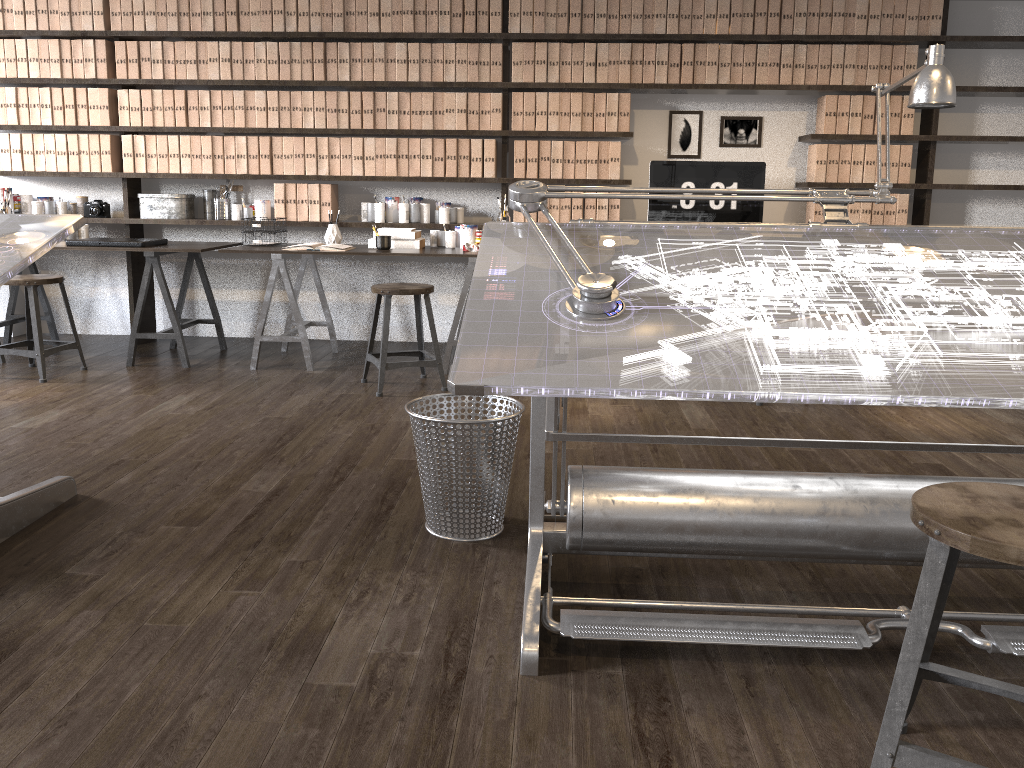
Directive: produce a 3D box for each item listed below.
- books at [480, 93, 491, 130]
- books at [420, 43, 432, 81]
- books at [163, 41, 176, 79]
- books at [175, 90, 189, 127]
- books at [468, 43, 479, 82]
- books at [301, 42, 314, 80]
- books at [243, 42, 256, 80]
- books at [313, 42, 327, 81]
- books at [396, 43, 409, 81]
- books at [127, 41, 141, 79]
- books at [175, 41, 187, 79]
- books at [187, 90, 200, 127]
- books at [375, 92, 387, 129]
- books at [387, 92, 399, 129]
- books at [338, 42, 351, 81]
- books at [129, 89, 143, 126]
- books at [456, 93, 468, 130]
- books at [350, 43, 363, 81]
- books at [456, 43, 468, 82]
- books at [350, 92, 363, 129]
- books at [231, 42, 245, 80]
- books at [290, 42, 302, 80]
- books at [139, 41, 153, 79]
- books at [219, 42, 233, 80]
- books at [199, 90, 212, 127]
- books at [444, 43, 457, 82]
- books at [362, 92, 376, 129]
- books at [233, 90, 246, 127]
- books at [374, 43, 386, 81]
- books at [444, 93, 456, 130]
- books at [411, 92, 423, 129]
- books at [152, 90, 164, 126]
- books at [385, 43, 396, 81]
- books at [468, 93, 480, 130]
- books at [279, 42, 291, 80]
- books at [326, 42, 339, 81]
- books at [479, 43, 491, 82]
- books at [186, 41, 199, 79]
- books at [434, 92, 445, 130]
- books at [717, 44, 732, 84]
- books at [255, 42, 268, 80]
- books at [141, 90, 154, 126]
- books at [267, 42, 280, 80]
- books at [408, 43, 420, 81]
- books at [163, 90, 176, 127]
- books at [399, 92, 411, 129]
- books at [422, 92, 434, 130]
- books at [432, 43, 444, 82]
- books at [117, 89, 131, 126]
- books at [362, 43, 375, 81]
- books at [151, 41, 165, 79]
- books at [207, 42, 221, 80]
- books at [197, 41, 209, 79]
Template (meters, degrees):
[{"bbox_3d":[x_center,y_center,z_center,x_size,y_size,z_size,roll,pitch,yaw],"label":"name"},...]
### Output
[{"bbox_3d":[-0.152,-1.608,5.271,0.067,0.224,0.176,1,11,3],"label":"books"},{"bbox_3d":[-0.497,-1.887,5.240,0.067,0.224,0.176,1,11,3],"label":"books"},{"bbox_3d":[-2.020,-1.926,5.316,0.067,0.224,0.176,1,11,3],"label":"books"},{"bbox_3d":[-1.966,-1.652,5.354,0.067,0.224,0.176,1,11,3],"label":"books"},{"bbox_3d":[-0.219,-1.879,5.221,0.067,0.224,0.176,1,11,3],"label":"books"},{"bbox_3d":[-1.197,-1.905,5.276,0.067,0.223,0.176,1,11,3],"label":"books"},{"bbox_3d":[-1.540,-1.914,5.293,0.067,0.224,0.176,1,11,3],"label":"books"},{"bbox_3d":[-1.124,-1.902,5.267,0.067,0.224,0.176,1,11,3],"label":"books"},{"bbox_3d":[-0.639,-1.890,5.245,0.067,0.223,0.176,1,11,3],"label":"books"},{"bbox_3d":[-2.237,-1.930,5.321,0.067,0.224,0.176,1,11,3],"label":"books"},{"bbox_3d":[-1.949,-1.924,5.312,0.067,0.224,0.176,1,11,3],"label":"books"},{"bbox_3d":[-1.891,-1.652,5.355,0.067,0.224,0.176,1,11,3],"label":"books"},{"bbox_3d":[-0.768,-1.623,5.301,0.067,0.224,0.176,1,11,3],"label":"books"},{"bbox_3d":[-0.697,-1.620,5.292,0.067,0.224,0.176,1,11,3],"label":"books"},{"bbox_3d":[-0.978,-1.898,5.261,0.067,0.224,0.176,1,11,3],"label":"books"},{"bbox_3d":[-2.241,-1.659,5.366,0.067,0.224,0.176,1,11,3],"label":"books"},{"bbox_3d":[-0.292,-1.610,5.272,0.067,0.224,0.176,1,11,3],"label":"books"},{"bbox_3d":[-0.907,-1.898,5.261,0.067,0.224,0.176,1,11,3],"label":"books"},{"bbox_3d":[-0.285,-1.880,5.225,0.067,0.224,0.176,1,11,3],"label":"books"},{"bbox_3d":[-0.917,-1.627,5.308,0.067,0.223,0.176,1,11,3],"label":"books"},{"bbox_3d":[-1.610,-1.915,5.295,0.067,0.224,0.176,1,11,3],"label":"books"},{"bbox_3d":[-1.263,-1.906,5.277,0.067,0.223,0.176,1,11,3],"label":"books"},{"bbox_3d":[-2.162,-1.929,5.323,0.067,0.224,0.176,1,11,3],"label":"books"},{"bbox_3d":[-1.680,-1.916,5.294,0.067,0.224,0.176,1,11,3],"label":"books"},{"bbox_3d":[-1.821,-1.649,5.347,0.067,0.224,0.176,1,11,3],"label":"books"},{"bbox_3d":[-0.358,-1.883,5.232,0.067,0.224,0.176,1,11,3],"label":"books"},{"bbox_3d":[-0.843,-1.624,5.299,0.067,0.224,0.176,1,11,3],"label":"books"},{"bbox_3d":[-1.612,-1.643,5.335,0.067,0.224,0.176,1,11,3],"label":"books"},{"bbox_3d":[-0.769,-1.893,5.249,0.067,0.224,0.176,1,11,3],"label":"books"},{"bbox_3d":[-0.358,-1.612,5.277,0.067,0.223,0.176,1,11,3],"label":"books"},{"bbox_3d":[-0.555,-1.618,5.290,0.067,0.224,0.176,1,11,3],"label":"books"},{"bbox_3d":[-2.106,-1.656,5.363,0.067,0.223,0.176,1,11,3],"label":"books"},{"bbox_3d":[-0.702,-1.892,5.250,0.067,0.223,0.176,1,11,3],"label":"books"},{"bbox_3d":[-0.222,-1.609,5.273,0.067,0.224,0.176,1,11,3],"label":"books"},{"bbox_3d":[-1.326,-1.907,5.275,0.067,0.224,0.176,1,11,3],"label":"books"},{"bbox_3d":[-1.049,-1.901,5.269,0.067,0.224,0.176,1,11,3],"label":"books"},{"bbox_3d":[-0.156,-1.878,5.223,0.067,0.223,0.176,1,11,3],"label":"books"},{"bbox_3d":[-1.882,-1.921,5.303,0.067,0.224,0.176,1,11,3],"label":"books"},{"bbox_3d":[-0.421,-1.614,5.282,0.067,0.223,0.176,1,11,3],"label":"books"},{"bbox_3d":[1.224,-1.849,5.153,0.067,0.224,0.176,1,11,3],"label":"books"},{"bbox_3d":[-1.471,-1.911,5.286,0.067,0.224,0.176,1,11,3],"label":"books"},{"bbox_3d":[-2.169,-1.657,5.362,0.067,0.224,0.176,1,11,3],"label":"books"},{"bbox_3d":[-1.399,-1.909,5.279,0.067,0.224,0.176,1,11,3],"label":"books"},{"bbox_3d":[-0.567,-1.888,5.240,0.067,0.224,0.176,1,11,3],"label":"books"},{"bbox_3d":[-2.040,-1.655,5.363,0.067,0.223,0.176,1,11,3],"label":"books"},{"bbox_3d":[-0.626,-1.619,5.293,0.067,0.224,0.176,1,11,3],"label":"books"},{"bbox_3d":[-0.488,-1.615,5.281,0.067,0.224,0.176,1,11,3],"label":"books"},{"bbox_3d":[-0.427,-1.886,5.239,0.067,0.224,0.176,1,11,3],"label":"books"},{"bbox_3d":[-2.313,-1.661,5.373,0.067,0.224,0.176,1,11,3],"label":"books"},{"bbox_3d":[-0.836,-1.896,5.258,0.067,0.224,0.176,1,11,3],"label":"books"},{"bbox_3d":[-2.091,-1.927,5.315,0.067,0.224,0.176,1,11,3],"label":"books"},{"bbox_3d":[-1.753,-1.918,5.300,0.067,0.223,0.176,1,11,3],"label":"books"},{"bbox_3d":[-1.815,-1.920,5.304,0.067,0.223,0.176,1,11,3],"label":"books"}]
